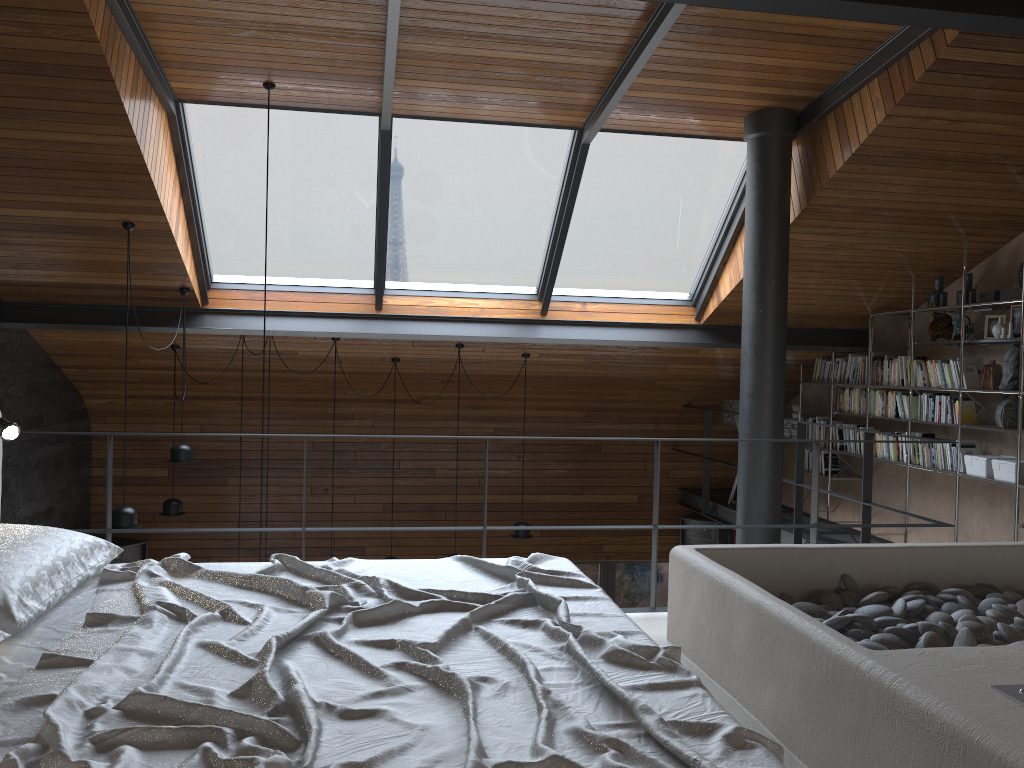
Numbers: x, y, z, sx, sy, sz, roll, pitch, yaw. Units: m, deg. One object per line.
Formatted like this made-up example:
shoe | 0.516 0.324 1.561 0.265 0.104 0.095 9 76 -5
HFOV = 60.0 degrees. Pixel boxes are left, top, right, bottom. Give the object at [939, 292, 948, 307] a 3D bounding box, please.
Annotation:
object | 3.135 -0.608 6.444 0.029 0.117 0.086 2 1 11

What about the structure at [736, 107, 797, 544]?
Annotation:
structure | 1.638 1.094 5.523 1.197 5.700 1.689 1 1 -10

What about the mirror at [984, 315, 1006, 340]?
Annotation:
mirror | 3.272 -0.380 5.989 0.069 0.168 0.130 0 1 -40

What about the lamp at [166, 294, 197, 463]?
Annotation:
lamp | -2.358 -0.047 6.356 0.210 1.206 0.210 2 1 28

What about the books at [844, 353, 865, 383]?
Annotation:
books | 2.958 -0.130 7.657 0.143 0.264 0.088 1 1 -10

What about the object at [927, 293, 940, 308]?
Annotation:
object | 3.110 -0.611 6.539 0.029 0.117 0.086 1 1 -24

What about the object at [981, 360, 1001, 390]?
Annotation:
object | 3.235 -0.060 5.988 0.082 0.202 0.227 2 1 42

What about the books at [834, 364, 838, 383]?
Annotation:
books | 2.899 -0.091 7.797 0.112 0.173 0.054 1 1 -10

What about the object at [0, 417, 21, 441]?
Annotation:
object | -1.698 0.163 2.901 0.165 0.106 0.085 2 1 18

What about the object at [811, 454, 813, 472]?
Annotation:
object | 2.815 0.728 8.168 0.111 0.175 0.011 1 1 -10

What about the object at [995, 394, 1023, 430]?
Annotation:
object | 3.281 0.171 5.834 0.166 0.240 0.390 2 1 23

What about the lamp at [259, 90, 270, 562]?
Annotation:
lamp | -1.478 -0.150 5.285 0.210 3.209 0.210 2 1 13

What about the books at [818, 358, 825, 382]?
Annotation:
books | 2.886 -0.122 8.093 0.160 0.228 0.080 1 1 -10

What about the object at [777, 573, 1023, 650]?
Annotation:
object | 1.654 0.870 2.966 1.842 0.246 1.435 1 1 -10

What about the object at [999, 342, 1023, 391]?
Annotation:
object | 3.256 -0.101 5.757 0.157 0.339 0.229 2 1 17

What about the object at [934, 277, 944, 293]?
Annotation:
object | 3.122 -0.725 6.489 0.029 0.114 0.084 1 1 -2

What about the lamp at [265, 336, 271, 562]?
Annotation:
lamp | -1.896 0.655 6.881 0.210 2.273 0.210 2 1 28

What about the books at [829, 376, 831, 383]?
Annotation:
books | 2.890 -0.096 7.878 0.117 0.180 0.059 1 1 -10

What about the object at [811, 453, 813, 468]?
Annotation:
object | 2.816 0.727 8.178 0.112 0.178 0.009 1 1 -10

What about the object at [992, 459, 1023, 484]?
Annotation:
object | 3.278 0.560 5.689 0.295 0.136 0.228 1 1 -10

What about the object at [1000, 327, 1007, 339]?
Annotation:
object | 3.190 -0.331 5.753 0.037 0.077 0.037 1 1 -24

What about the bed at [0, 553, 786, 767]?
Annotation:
bed | -0.609 0.775 2.024 2.011 0.485 1.826 1 1 -10

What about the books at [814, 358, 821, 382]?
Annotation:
books | 2.880 -0.125 8.160 0.169 0.229 0.077 1 1 -10

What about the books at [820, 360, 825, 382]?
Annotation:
books | 2.886 -0.112 8.057 0.146 0.208 0.071 1 1 -10

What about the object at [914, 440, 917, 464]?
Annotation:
object | 3.090 0.511 6.665 0.131 0.180 0.042 1 1 -10

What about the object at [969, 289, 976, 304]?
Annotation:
object | 3.223 -0.603 6.207 0.029 0.117 0.086 2 1 15

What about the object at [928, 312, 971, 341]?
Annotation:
object | 3.176 -0.416 6.442 0.278 0.222 0.138 2 1 37

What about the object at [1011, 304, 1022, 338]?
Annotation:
object | 3.273 -0.397 5.674 0.062 0.219 0.157 1 1 -10

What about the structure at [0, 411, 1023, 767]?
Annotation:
structure | 0.426 0.688 2.193 4.614 1.120 2.634 1 1 -10

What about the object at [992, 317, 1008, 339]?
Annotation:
object | 3.229 -0.368 5.868 0.091 0.146 0.091 2 1 24

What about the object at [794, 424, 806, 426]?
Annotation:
object | 2.830 0.390 8.446 0.217 0.013 0.161 1 1 -10

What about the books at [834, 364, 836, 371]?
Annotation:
books | 2.886 -0.091 7.841 0.111 0.171 0.056 1 1 -10

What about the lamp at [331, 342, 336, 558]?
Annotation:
lamp | -1.467 0.660 7.282 0.210 2.034 0.210 2 1 28

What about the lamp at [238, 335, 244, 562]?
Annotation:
lamp | -2.141 0.575 7.001 0.210 2.036 0.210 2 1 28

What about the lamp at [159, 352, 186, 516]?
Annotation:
lamp | -2.788 0.390 7.315 0.210 1.369 0.210 2 1 28

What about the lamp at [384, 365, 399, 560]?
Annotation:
lamp | -1.038 0.645 7.770 0.210 2.002 0.210 2 1 28

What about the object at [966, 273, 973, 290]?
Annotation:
object | 3.214 -0.720 6.253 0.029 0.114 0.084 1 1 2

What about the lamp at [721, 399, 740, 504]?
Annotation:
lamp | 2.262 0.657 8.605 0.475 1.002 0.475 2 1 14

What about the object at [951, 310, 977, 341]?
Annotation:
object | 3.185 -0.408 6.239 0.197 0.220 0.102 1 1 -25

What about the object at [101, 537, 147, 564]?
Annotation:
object | -3.760 2.618 8.182 0.686 2.298 0.639 2 1 29

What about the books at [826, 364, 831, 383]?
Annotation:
books | 2.882 -0.092 7.929 0.119 0.169 0.058 1 1 -10

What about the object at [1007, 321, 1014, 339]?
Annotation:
object | 3.208 -0.348 5.705 0.037 0.114 0.037 1 1 -24

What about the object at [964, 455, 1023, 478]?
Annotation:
object | 3.233 0.553 5.954 0.295 0.136 0.228 1 1 -10

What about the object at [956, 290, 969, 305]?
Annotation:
object | 3.205 -0.606 6.304 0.029 0.117 0.086 1 1 -19

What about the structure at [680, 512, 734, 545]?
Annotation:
structure | 2.067 1.714 9.273 0.461 0.735 0.488 2 1 40

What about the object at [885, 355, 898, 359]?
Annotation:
object | 3.052 -0.106 7.095 0.146 0.240 0.023 1 1 -10

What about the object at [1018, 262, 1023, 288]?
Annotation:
object | 3.319 -0.698 5.706 0.115 0.177 0.115 2 1 15

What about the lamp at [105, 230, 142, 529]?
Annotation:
lamp | -2.397 -0.036 5.511 0.210 1.854 0.210 2 1 28

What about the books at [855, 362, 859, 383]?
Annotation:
books | 2.970 -0.091 7.490 0.131 0.178 0.057 1 1 -10

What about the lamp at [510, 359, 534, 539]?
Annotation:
lamp | 0.103 0.560 7.788 0.210 1.565 0.210 2 1 28

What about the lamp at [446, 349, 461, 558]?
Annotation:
lamp | -0.465 0.618 7.535 0.210 1.911 0.210 2 1 28
